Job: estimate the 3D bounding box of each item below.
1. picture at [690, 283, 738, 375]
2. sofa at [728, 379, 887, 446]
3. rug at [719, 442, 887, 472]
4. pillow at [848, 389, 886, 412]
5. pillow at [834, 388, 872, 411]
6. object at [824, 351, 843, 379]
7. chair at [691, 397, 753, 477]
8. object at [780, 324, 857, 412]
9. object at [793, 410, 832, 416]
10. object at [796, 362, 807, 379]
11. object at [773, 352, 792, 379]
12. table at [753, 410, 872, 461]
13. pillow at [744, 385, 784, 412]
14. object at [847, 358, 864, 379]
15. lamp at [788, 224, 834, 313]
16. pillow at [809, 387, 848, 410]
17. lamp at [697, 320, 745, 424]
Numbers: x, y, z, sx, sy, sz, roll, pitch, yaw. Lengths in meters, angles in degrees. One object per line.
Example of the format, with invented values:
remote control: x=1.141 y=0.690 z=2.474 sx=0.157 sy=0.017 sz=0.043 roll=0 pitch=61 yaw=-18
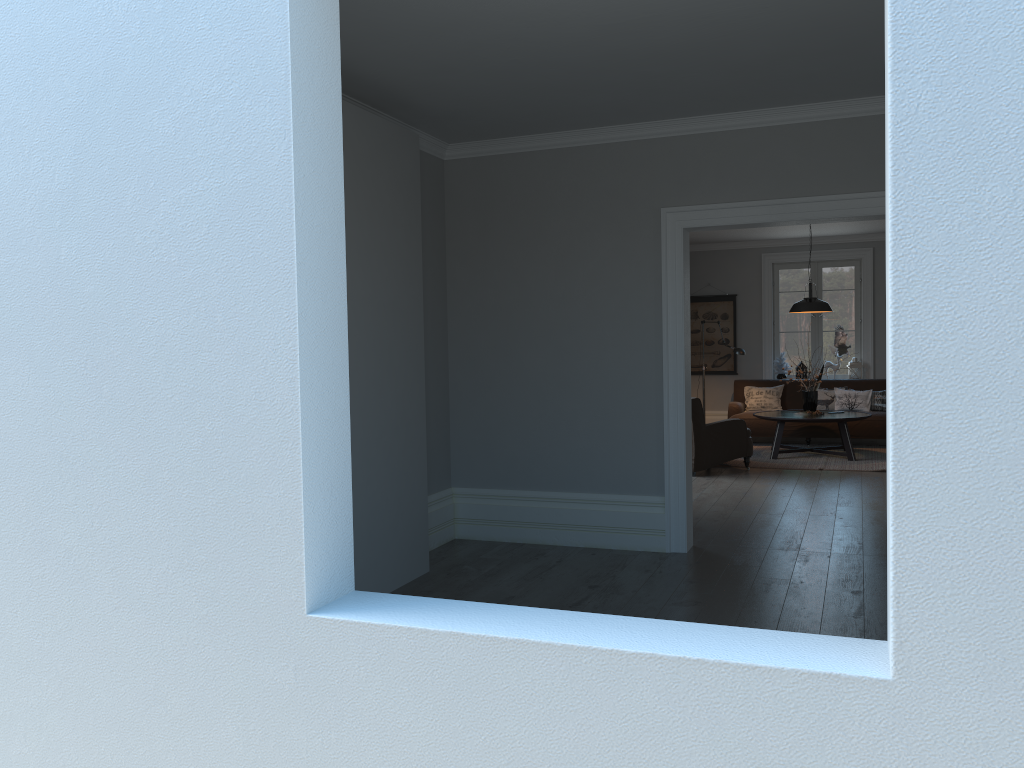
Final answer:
picture: x=2.818 y=-0.784 z=12.670 sx=0.793 sy=1.313 sz=0.057 roll=0 pitch=2 yaw=21
sofa: x=3.913 y=0.366 z=11.392 sx=2.165 sy=0.824 sz=0.969 roll=0 pitch=3 yaw=21
rug: x=3.506 y=0.789 z=10.287 sx=2.818 sy=0.090 sz=2.400 roll=0 pitch=3 yaw=22
pillow: x=4.537 y=0.208 z=11.252 sx=0.542 sy=0.288 sz=0.183 roll=0 pitch=2 yaw=23
pillow: x=4.309 y=0.201 z=11.221 sx=0.471 sy=0.309 sz=0.188 roll=0 pitch=2 yaw=22
object: x=4.341 y=-0.236 z=11.961 sx=0.239 sy=0.410 sz=0.128 roll=0 pitch=2 yaw=18
chair: x=1.986 y=0.507 z=9.364 sx=0.970 sy=0.795 sz=0.807 roll=-2 pitch=3 yaw=-28
object: x=3.520 y=-0.180 z=10.129 sx=0.853 sy=1.065 sz=0.525 roll=-1 pitch=2 yaw=-8
object: x=3.437 y=0.325 z=10.156 sx=0.404 sy=0.067 sz=0.153 roll=1 pitch=3 yaw=39
object: x=3.979 y=-0.175 z=12.192 sx=0.155 sy=0.284 sz=0.155 roll=-1 pitch=2 yaw=11
object: x=3.721 y=-0.245 z=12.281 sx=0.248 sy=0.423 sz=0.263 roll=-3 pitch=3 yaw=-33
table: x=3.462 y=0.597 z=10.256 sx=1.300 sy=0.503 sz=1.300 roll=-1 pitch=3 yaw=14
pillow: x=3.327 y=0.195 z=11.729 sx=0.519 sy=0.368 sz=0.240 roll=0 pitch=2 yaw=21
object: x=4.611 y=-0.195 z=11.920 sx=0.193 sy=0.322 sz=0.193 roll=-1 pitch=2 yaw=15
lamp: x=3.426 y=-1.362 z=10.182 sx=0.504 sy=1.075 sz=0.504 roll=-2 pitch=2 yaw=-21
pillow: x=4.064 y=0.207 z=11.398 sx=0.472 sy=0.347 sz=0.159 roll=0 pitch=2 yaw=19
lamp: x=2.529 y=-0.032 z=11.953 sx=0.797 sy=1.644 sz=1.864 roll=-2 pitch=3 yaw=-31
